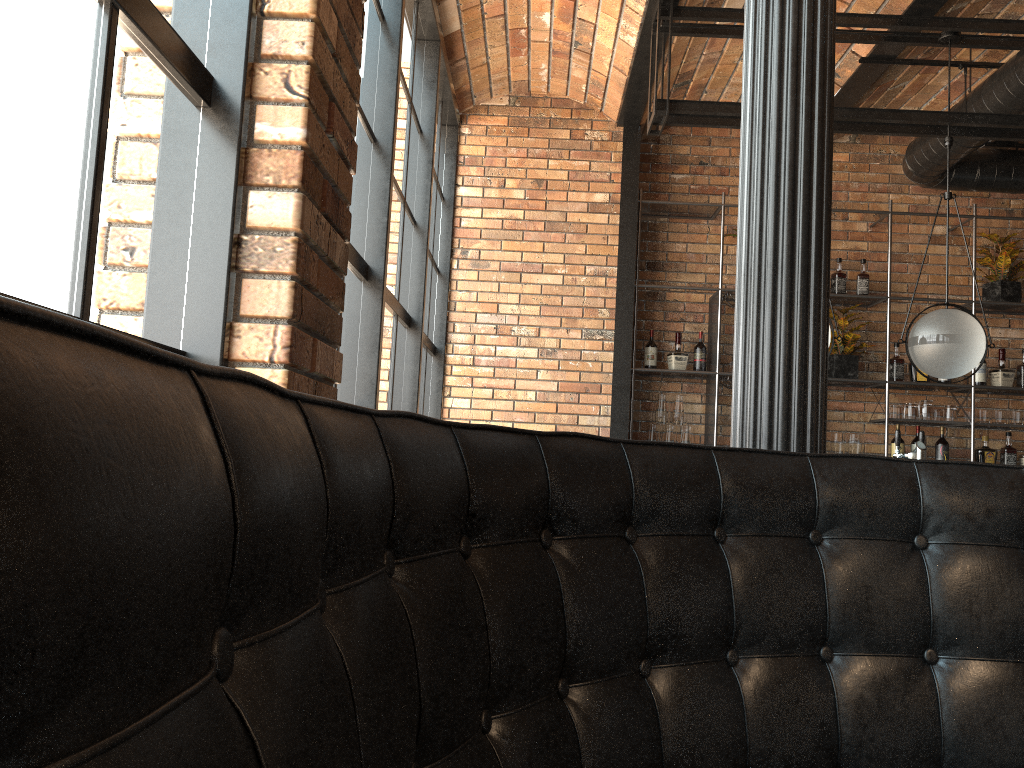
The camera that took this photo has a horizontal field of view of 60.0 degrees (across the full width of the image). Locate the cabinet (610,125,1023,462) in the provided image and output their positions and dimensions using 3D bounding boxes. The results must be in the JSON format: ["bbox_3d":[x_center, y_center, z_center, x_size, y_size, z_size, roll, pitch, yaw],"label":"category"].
[{"bbox_3d":[2.344,-0.011,6.031,7.075,3.779,0.564,3,-5,2],"label":"cabinet"}]

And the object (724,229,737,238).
[{"bbox_3d":[1.700,-0.893,6.188,0.377,0.554,0.422,4,-5,-11],"label":"object"}]

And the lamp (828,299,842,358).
[{"bbox_3d":[1.407,-0.913,4.369,0.340,1.754,0.340,8,-7,-42],"label":"lamp"}]

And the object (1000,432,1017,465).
[{"bbox_3d":[3.362,0.467,6.006,0.083,0.282,0.083,3,-5,2],"label":"object"}]

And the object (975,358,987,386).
[{"bbox_3d":[3.199,-0.118,6.069,0.086,0.298,0.086,7,-6,-39],"label":"object"}]

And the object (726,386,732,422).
[{"bbox_3d":[1.532,0.137,6.148,0.092,0.244,0.092,2,-5,7],"label":"object"}]

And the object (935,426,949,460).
[{"bbox_3d":[2.920,0.436,6.021,0.086,0.297,0.086,7,-6,-39],"label":"object"}]

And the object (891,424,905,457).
[{"bbox_3d":[2.623,0.422,6.032,0.086,0.299,0.086,7,-6,-39],"label":"object"}]

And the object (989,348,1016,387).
[{"bbox_3d":[3.339,-0.102,6.043,0.123,0.279,0.123,4,-5,-10],"label":"object"}]

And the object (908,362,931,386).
[{"bbox_3d":[2.792,-0.114,6.069,0.151,0.248,0.094,3,-5,5],"label":"object"}]

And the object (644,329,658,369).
[{"bbox_3d":[0.965,-0.232,6.151,0.086,0.298,0.086,7,-6,-39],"label":"object"}]

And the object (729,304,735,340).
[{"bbox_3d":[1.563,-0.433,6.198,0.092,0.244,0.092,2,-5,7],"label":"object"}]

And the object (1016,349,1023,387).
[{"bbox_3d":[3.500,-0.095,6.052,0.083,0.282,0.083,3,-5,2],"label":"object"}]

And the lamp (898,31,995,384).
[{"bbox_3d":[2.138,-0.875,4.350,0.340,1.754,0.340,8,-7,-42],"label":"lamp"}]

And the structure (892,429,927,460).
[{"bbox_3d":[3.623,1.066,4.764,5.346,1.430,1.930,3,-5,2],"label":"structure"}]

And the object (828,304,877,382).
[{"bbox_3d":[2.257,-0.282,6.068,0.430,0.526,0.425,2,-5,14],"label":"object"}]

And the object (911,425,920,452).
[{"bbox_3d":[2.769,0.431,6.053,0.086,0.298,0.086,7,-6,-39],"label":"object"}]

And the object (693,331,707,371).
[{"bbox_3d":[1.297,-0.218,6.114,0.086,0.299,0.086,7,-6,-39],"label":"object"}]

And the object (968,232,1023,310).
[{"bbox_3d":[3.382,-0.791,6.153,0.425,0.526,0.430,3,-5,4],"label":"object"}]

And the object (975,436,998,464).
[{"bbox_3d":[3.207,0.477,6.008,0.151,0.248,0.094,4,-5,-9],"label":"object"}]

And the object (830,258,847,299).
[{"bbox_3d":[2.260,-0.731,6.135,0.083,0.282,0.083,4,-5,-13],"label":"object"}]

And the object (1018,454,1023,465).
[{"bbox_3d":[3.500,0.475,5.988,0.123,0.279,0.123,2,-5,15],"label":"object"}]

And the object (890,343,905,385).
[{"bbox_3d":[2.633,-0.140,6.075,0.083,0.282,0.083,4,-5,-13],"label":"object"}]

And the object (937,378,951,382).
[{"bbox_3d":[2.965,-0.129,6.081,0.086,0.298,0.086,7,-6,-39],"label":"object"}]

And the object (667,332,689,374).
[{"bbox_3d":[1.142,-0.216,6.100,0.123,0.279,0.123,4,-5,-9],"label":"object"}]

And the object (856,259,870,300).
[{"bbox_3d":[2.426,-0.723,6.131,0.083,0.282,0.083,2,-5,17],"label":"object"}]
